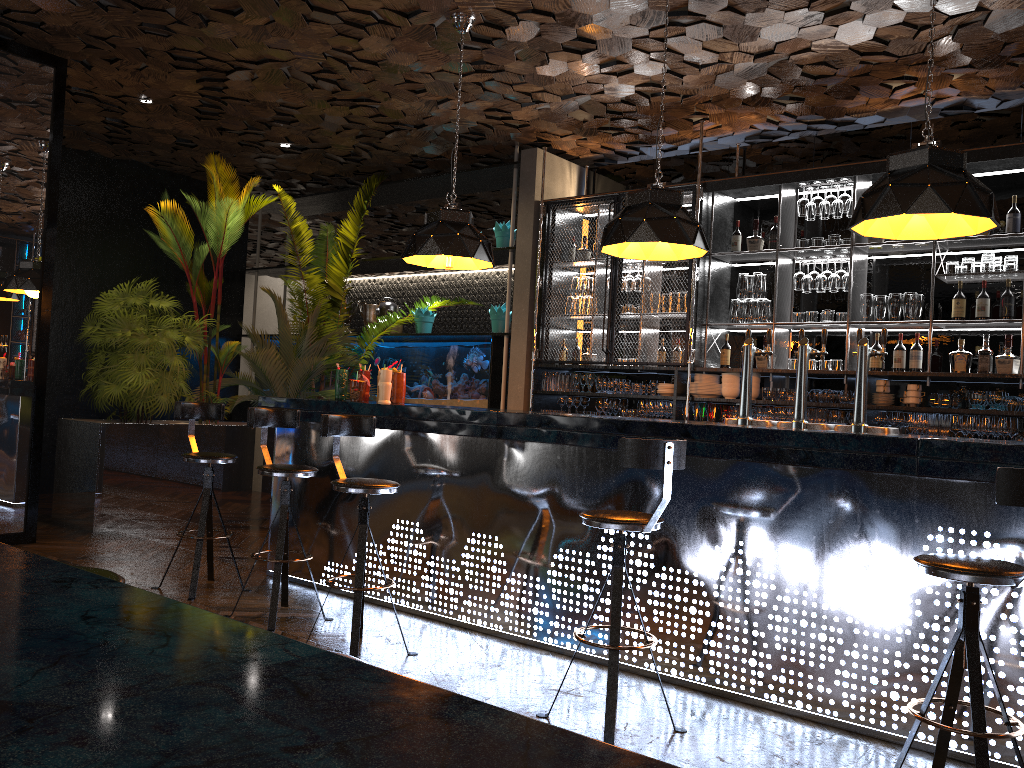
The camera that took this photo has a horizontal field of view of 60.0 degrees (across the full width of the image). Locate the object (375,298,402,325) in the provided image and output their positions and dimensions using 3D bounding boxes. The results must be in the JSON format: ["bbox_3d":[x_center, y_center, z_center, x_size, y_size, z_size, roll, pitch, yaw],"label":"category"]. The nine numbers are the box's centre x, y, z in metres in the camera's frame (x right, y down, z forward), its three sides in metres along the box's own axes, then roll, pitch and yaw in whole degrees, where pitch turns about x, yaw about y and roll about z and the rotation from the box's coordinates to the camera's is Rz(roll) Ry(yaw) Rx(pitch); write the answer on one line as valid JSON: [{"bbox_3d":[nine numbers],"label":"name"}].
[{"bbox_3d":[-1.353,-0.799,9.721,0.290,0.292,0.278,3,-1,-15],"label":"object"}]

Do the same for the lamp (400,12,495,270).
[{"bbox_3d":[-0.359,-1.522,5.610,0.582,1.606,0.607,2,-1,38],"label":"lamp"}]

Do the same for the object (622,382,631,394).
[{"bbox_3d":[0.976,0.038,7.561,0.078,0.103,0.078,3,-1,-9],"label":"object"}]

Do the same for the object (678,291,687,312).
[{"bbox_3d":[1.439,-0.683,7.463,0.092,0.182,0.092,2,-1,33],"label":"object"}]

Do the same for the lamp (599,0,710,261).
[{"bbox_3d":[0.813,-1.499,4.845,0.582,1.564,0.607,2,-1,38],"label":"lamp"}]

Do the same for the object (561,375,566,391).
[{"bbox_3d":[0.461,-0.007,8.052,0.058,0.152,0.051,2,-2,42],"label":"object"}]

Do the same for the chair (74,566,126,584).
[{"bbox_3d":[-0.982,0.792,1.792,0.419,0.813,0.419,2,-1,33],"label":"chair"}]

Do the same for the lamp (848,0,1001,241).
[{"bbox_3d":[1.834,-1.462,3.888,0.582,1.564,0.607,2,-1,38],"label":"lamp"}]

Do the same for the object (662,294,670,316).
[{"bbox_3d":[1.338,-0.684,7.667,0.092,0.182,0.092,2,-1,33],"label":"object"}]

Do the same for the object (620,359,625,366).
[{"bbox_3d":[0.990,-0.180,7.970,0.077,0.080,0.077,3,-1,-12],"label":"object"}]

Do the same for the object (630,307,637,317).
[{"bbox_3d":[1.068,-0.643,7.898,0.077,0.080,0.077,3,-1,3],"label":"object"}]

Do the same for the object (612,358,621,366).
[{"bbox_3d":[0.920,-0.187,7.822,0.077,0.080,0.077,3,-1,24],"label":"object"}]

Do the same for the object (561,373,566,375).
[{"bbox_3d":[0.464,-0.015,8.212,0.067,0.174,0.067,3,-1,-1],"label":"object"}]

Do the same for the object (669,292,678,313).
[{"bbox_3d":[1.378,-0.685,7.538,0.092,0.182,0.092,2,-1,33],"label":"object"}]

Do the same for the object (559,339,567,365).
[{"bbox_3d":[0.478,-0.293,8.268,0.075,0.261,0.075,3,-1,-3],"label":"object"}]

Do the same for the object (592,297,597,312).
[{"bbox_3d":[0.745,-0.706,8.177,0.092,0.182,0.092,2,-1,33],"label":"object"}]

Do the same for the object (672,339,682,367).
[{"bbox_3d":[1.411,-0.257,7.558,0.075,0.260,0.075,3,-1,-3],"label":"object"}]

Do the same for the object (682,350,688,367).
[{"bbox_3d":[1.479,-0.254,7.478,0.075,0.260,0.075,3,-1,-3],"label":"object"}]

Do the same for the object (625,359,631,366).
[{"bbox_3d":[1.033,-0.181,7.841,0.077,0.080,0.077,3,-1,4],"label":"object"}]

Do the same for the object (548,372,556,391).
[{"bbox_3d":[0.368,-0.023,8.075,0.067,0.174,0.067,3,-1,-13],"label":"object"}]

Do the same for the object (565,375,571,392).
[{"bbox_3d":[0.501,-0.004,8.098,0.058,0.152,0.051,3,-1,0],"label":"object"}]

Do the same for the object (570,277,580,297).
[{"bbox_3d":[0.589,-0.897,8.200,0.092,0.182,0.092,2,-1,33],"label":"object"}]

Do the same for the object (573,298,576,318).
[{"bbox_3d":[0.596,-0.712,8.314,0.092,0.182,0.092,2,-1,33],"label":"object"}]

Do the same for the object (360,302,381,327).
[{"bbox_3d":[-1.579,-0.727,10.012,0.232,0.398,0.378,4,-1,-22],"label":"object"}]

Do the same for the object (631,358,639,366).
[{"bbox_3d":[1.072,-0.181,7.741,0.077,0.080,0.077,3,-1,26],"label":"object"}]

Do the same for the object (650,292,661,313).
[{"bbox_3d":[1.232,-0.691,7.623,0.092,0.182,0.092,2,-1,33],"label":"object"}]

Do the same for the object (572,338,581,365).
[{"bbox_3d":[0.592,-0.290,8.143,0.075,0.260,0.075,4,-1,-18],"label":"object"}]

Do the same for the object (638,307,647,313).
[{"bbox_3d":[1.154,-0.640,7.838,0.077,0.080,0.077,2,-1,34],"label":"object"}]

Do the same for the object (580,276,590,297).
[{"bbox_3d":[0.674,-0.893,8.144,0.092,0.182,0.092,2,-1,33],"label":"object"}]

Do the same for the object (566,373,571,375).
[{"bbox_3d":[0.517,-0.011,8.280,0.067,0.174,0.067,3,-1,-12],"label":"object"}]

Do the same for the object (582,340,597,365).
[{"bbox_3d":[0.705,-0.276,8.065,0.108,0.244,0.108,4,-1,-38],"label":"object"}]

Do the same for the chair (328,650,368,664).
[{"bbox_3d":[-0.369,0.815,1.269,0.419,0.813,0.419,2,-1,33],"label":"chair"}]

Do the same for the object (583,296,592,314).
[{"bbox_3d":[0.694,-0.711,8.094,0.092,0.182,0.092,2,-1,33],"label":"object"}]

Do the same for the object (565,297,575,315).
[{"bbox_3d":[0.540,-0.716,8.228,0.092,0.182,0.092,2,-1,33],"label":"object"}]

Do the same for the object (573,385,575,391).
[{"bbox_3d":[0.565,0.002,8.198,0.058,0.152,0.051,4,-1,-28],"label":"object"}]

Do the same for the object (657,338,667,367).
[{"bbox_3d":[1.289,-0.261,7.626,0.075,0.261,0.075,3,-1,-3],"label":"object"}]

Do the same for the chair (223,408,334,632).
[{"bbox_3d":[-1.235,0.691,4.746,0.476,1.108,0.419,2,-1,38],"label":"chair"}]

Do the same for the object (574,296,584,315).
[{"bbox_3d":[0.622,-0.713,8.164,0.092,0.182,0.092,2,-1,33],"label":"object"}]

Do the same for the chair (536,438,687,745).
[{"bbox_3d":[0.428,0.756,3.408,0.419,1.108,0.476,4,-1,-37],"label":"chair"}]

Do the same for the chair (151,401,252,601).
[{"bbox_3d":[-1.838,0.669,5.306,0.476,1.108,0.419,2,-1,38],"label":"chair"}]

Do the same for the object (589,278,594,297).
[{"bbox_3d":[0.720,-0.890,8.208,0.092,0.182,0.092,2,-1,33],"label":"object"}]

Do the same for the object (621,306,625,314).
[{"bbox_3d":[0.960,-0.650,7.859,0.077,0.080,0.077,3,-1,16],"label":"object"}]

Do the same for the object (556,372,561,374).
[{"bbox_3d":[0.410,-0.019,8.139,0.067,0.174,0.067,4,-1,-26],"label":"object"}]

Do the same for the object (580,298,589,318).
[{"bbox_3d":[0.676,-0.709,8.243,0.092,0.182,0.092,2,-1,33],"label":"object"}]

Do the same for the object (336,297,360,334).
[{"bbox_3d":[-1.955,-0.775,10.309,0.250,0.472,0.458,4,-1,-25],"label":"object"}]

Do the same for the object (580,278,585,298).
[{"bbox_3d":[0.646,-0.892,8.280,0.092,0.182,0.092,2,-1,33],"label":"object"}]

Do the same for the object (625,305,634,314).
[{"bbox_3d":[1.025,-0.649,7.740,0.077,0.080,0.077,2,-1,34],"label":"object"}]

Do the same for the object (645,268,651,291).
[{"bbox_3d":[1.190,-0.931,7.823,0.081,0.213,0.081,2,-2,44],"label":"object"}]

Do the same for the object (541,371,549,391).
[{"bbox_3d":[0.299,-0.026,8.115,0.067,0.174,0.067,4,-2,-44],"label":"object"}]

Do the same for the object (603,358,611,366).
[{"bbox_3d":[0.845,-0.190,7.896,0.077,0.080,0.077,3,-1,-12],"label":"object"}]

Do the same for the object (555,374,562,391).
[{"bbox_3d":[0.421,-0.010,8.009,0.051,0.152,0.058,2,-2,43],"label":"object"}]

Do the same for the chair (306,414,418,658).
[{"bbox_3d":[-0.725,0.708,4.191,0.476,1.108,0.419,2,-1,38],"label":"chair"}]

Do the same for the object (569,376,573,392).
[{"bbox_3d":[0.540,-0.001,8.142,0.058,0.152,0.051,4,-1,-25],"label":"object"}]

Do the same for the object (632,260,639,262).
[{"bbox_3d":[1.103,-1.138,7.932,0.077,0.080,0.077,3,-1,4],"label":"object"}]

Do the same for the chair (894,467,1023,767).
[{"bbox_3d":[1.413,0.795,2.692,0.419,1.108,0.476,4,-1,-37],"label":"chair"}]
